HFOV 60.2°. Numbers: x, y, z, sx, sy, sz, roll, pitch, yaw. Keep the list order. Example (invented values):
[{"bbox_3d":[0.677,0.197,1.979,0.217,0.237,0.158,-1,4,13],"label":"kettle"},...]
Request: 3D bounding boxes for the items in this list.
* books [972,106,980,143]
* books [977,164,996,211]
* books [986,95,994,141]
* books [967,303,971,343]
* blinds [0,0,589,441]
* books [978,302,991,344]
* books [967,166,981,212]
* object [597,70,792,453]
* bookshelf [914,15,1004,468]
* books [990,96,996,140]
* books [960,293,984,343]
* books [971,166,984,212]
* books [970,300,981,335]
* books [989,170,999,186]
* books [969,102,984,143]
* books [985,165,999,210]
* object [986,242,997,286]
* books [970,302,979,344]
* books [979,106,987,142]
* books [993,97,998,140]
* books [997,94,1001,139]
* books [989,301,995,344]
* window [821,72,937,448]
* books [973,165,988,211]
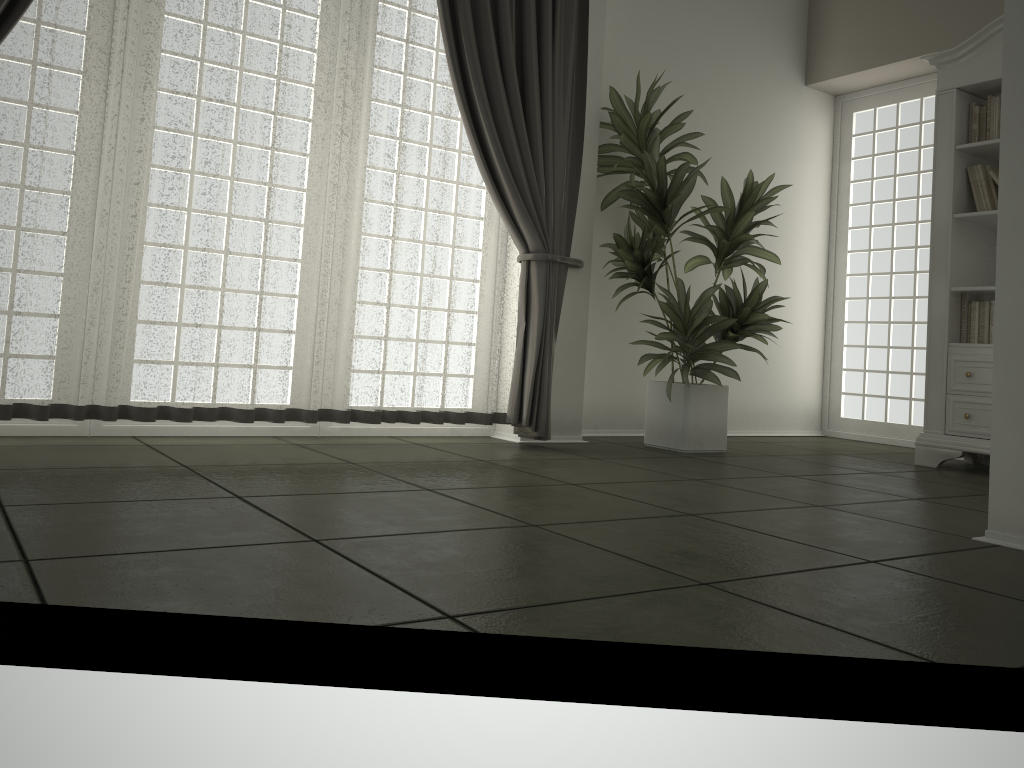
[{"bbox_3d":[2.547,-1.372,4.769,0.177,0.227,0.028,5,-3,-34],"label":"books"},{"bbox_3d":[2.551,-1.023,4.689,0.158,0.276,0.092,5,-3,-34],"label":"books"},{"bbox_3d":[2.592,-1.394,4.725,0.158,0.280,0.021,5,-4,-34],"label":"books"},{"bbox_3d":[2.485,-0.316,4.723,0.155,0.219,0.012,5,-3,-34],"label":"books"},{"bbox_3d":[-1.101,-1.051,3.775,3.647,2.616,0.660,4,-2,-34],"label":"blinds"},{"bbox_3d":[2.526,-0.314,4.644,0.176,0.226,0.054,5,-3,-34],"label":"books"},{"bbox_3d":[2.529,-1.027,4.751,0.158,0.276,0.092,5,-3,-34],"label":"books"},{"bbox_3d":[1.004,-0.701,4.876,1.159,2.107,1.037,4,-2,-16],"label":"object"},{"bbox_3d":[2.751,-0.700,4.481,0.622,2.356,1.150,6,-3,-34],"label":"bookshelf"},{"bbox_3d":[2.601,-1.385,4.704,0.165,0.265,0.021,5,-3,-34],"label":"books"},{"bbox_3d":[2.470,-0.347,4.739,0.167,0.279,0.028,5,-3,-34],"label":"books"},{"bbox_3d":[2.541,-1.026,4.733,0.158,0.276,0.092,5,-3,-34],"label":"books"},{"bbox_3d":[2.486,-0.324,4.707,0.138,0.235,0.012,5,-4,-34],"label":"books"},{"bbox_3d":[2.617,-0.997,4.617,0.158,0.241,0.177,5,-2,-34],"label":"books"},{"bbox_3d":[2.541,-1.390,4.804,0.151,0.260,0.028,5,-4,-34],"label":"books"},{"bbox_3d":[2.597,-1.021,4.694,0.158,0.276,0.092,5,-3,-34],"label":"books"},{"bbox_3d":[2.587,-0.619,4.664,0.151,0.254,0.151,4,-2,-2],"label":"object"},{"bbox_3d":[2.500,-0.317,4.683,0.176,0.226,0.039,5,-3,-34],"label":"books"},{"bbox_3d":[2.572,-1.367,4.747,0.162,0.221,0.035,5,-3,-34],"label":"books"},{"bbox_3d":[2.611,-1.380,4.685,0.170,0.257,0.019,5,-3,-34],"label":"books"},{"bbox_3d":[2.621,-1.383,4.669,0.172,0.266,0.017,5,-3,-34],"label":"books"},{"bbox_3d":[2.553,-0.314,4.610,0.169,0.231,0.028,5,-3,-34],"label":"books"},{"bbox_3d":[2.613,-0.843,6.060,0.058,2.514,1.000,6,-3,-34],"label":"window"},{"bbox_3d":[2.542,-1.025,4.709,0.158,0.276,0.092,5,-3,-34],"label":"books"}]
